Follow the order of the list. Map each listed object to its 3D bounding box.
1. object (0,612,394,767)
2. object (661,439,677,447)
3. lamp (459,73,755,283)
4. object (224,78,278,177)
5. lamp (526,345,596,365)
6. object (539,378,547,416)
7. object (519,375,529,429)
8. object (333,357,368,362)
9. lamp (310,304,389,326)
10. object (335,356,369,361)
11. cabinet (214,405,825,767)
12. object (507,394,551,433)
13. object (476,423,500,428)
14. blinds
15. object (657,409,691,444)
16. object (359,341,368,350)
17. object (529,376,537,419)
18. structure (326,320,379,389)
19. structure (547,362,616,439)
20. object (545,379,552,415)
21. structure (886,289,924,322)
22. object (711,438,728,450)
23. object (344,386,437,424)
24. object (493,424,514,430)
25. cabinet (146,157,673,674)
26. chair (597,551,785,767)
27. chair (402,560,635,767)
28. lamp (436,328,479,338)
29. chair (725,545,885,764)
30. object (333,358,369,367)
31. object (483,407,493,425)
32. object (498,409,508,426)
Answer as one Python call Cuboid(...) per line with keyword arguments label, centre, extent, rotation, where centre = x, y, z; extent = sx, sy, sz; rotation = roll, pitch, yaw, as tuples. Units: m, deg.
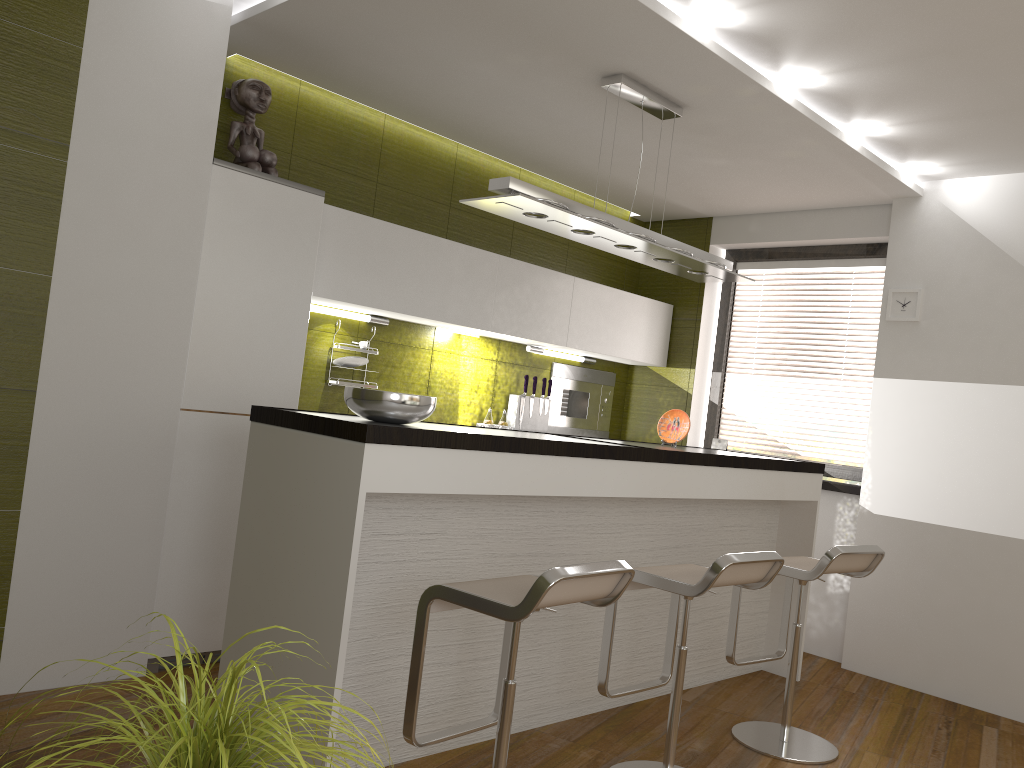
Cuboid(label="object", centre=(-0.446, 0.765, 1.170), extent=(0.585, 0.904, 0.606), rotation=(7, -1, 13))
Cuboid(label="object", centre=(0.818, 0.252, 4.503), extent=(0.088, 0.131, 0.072), rotation=(6, -2, 40))
Cuboid(label="lamp", centre=(0.537, -0.935, 3.881), extent=(0.326, 0.683, 1.677), rotation=(6, -2, 45))
Cuboid(label="object", centre=(-1.163, -1.145, 3.998), extent=(0.304, 0.488, 0.195), rotation=(6, -2, 42))
Cuboid(label="lamp", centre=(0.330, -0.186, 5.780), extent=(0.095, 0.041, 0.716), rotation=(6, -2, 44))
Cuboid(label="object", centre=(0.188, 0.080, 5.514), extent=(0.013, 0.243, 0.036), rotation=(6, -2, 45))
Cuboid(label="object", centre=(0.065, 0.111, 5.393), extent=(0.013, 0.339, 0.046), rotation=(6, -2, 45))
Cuboid(label="object", centre=(-0.829, -0.114, 4.559), extent=(0.173, 0.052, 0.181), rotation=(6, -2, 45))
Cuboid(label="lamp", centre=(-0.925, -0.370, 4.538), extent=(0.041, 0.041, 0.715), rotation=(6, -2, 45))
Cuboid(label="object", centre=(-0.829, -0.117, 4.559), extent=(0.173, 0.052, 0.181), rotation=(6, -2, 45))
Cuboid(label="cabinet", centre=(0.310, 0.807, 3.802), extent=(0.663, 1.134, 2.947), rotation=(6, -2, 45))
Cuboid(label="object", centre=(0.102, 0.192, 5.496), extent=(0.107, 0.227, 0.293), rotation=(6, -2, 45))
Cuboid(label="object", centre=(-0.143, 0.253, 5.243), extent=(0.107, 0.032, 0.107), rotation=(8, -2, -45))
Cuboid(label="blinds", centre=(2.144, -2.554, 9.871), extent=(16.000, 12.704, 9.030), rotation=(7, -1, -6))
Cuboid(label="object", centre=(0.822, 0.215, 4.505), extent=(0.184, 0.178, 0.055), rotation=(6, -2, 41))
Cuboid(label="object", centre=(-0.782, -0.203, 4.658), extent=(0.046, 0.053, 0.051), rotation=(7, -1, -14))
Cuboid(label="object", centre=(0.125, 0.082, 5.450), extent=(0.013, 0.264, 0.042), rotation=(6, -2, 45))
Cuboid(label="structure", centre=(-0.813, -0.147, 4.618), extent=(0.110, 0.346, 0.266), rotation=(6, -2, 45))
Cuboid(label="structure", centre=(0.473, 0.127, 6.003), extent=(0.015, 0.469, 0.663), rotation=(6, -2, 45))
Cuboid(label="object", centre=(0.224, 0.084, 5.550), extent=(0.013, 0.231, 0.040), rotation=(6, -2, 45))
Cuboid(label="structure", centre=(2.180, -0.438, 4.926), extent=(0.180, 0.180, 0.026), rotation=(6, -2, 45))
Cuboid(label="object", centre=(1.354, 0.445, 5.807), extent=(0.106, 0.169, 0.057), rotation=(6, -2, 39))
Cuboid(label="object", centre=(-0.416, 0.079, 3.010), extent=(0.311, 0.105, 0.311), rotation=(8, -2, -32))
Cuboid(label="object", centre=(-0.055, 0.266, 5.350), extent=(0.107, 0.032, 0.107), rotation=(8, -2, -34))
Cuboid(label="cabinet", centre=(-0.374, 0.274, 5.029), extent=(0.724, 2.089, 3.471), rotation=(6, -2, 45))
Cuboid(label="chair", centre=(0.591, 0.961, 3.025), extent=(0.460, 0.857, 0.418), rotation=(5, -2, 45))
Cuboid(label="chair", centre=(0.003, 0.874, 2.422), extent=(0.460, 0.857, 0.418), rotation=(6, -2, 40))
Cuboid(label="lamp", centre=(-0.314, -0.299, 5.181), extent=(0.008, 0.008, 0.334), rotation=(6, -2, 45))
Cuboid(label="chair", centre=(1.179, 1.047, 3.628), extent=(0.418, 0.857, 0.460), rotation=(8, -2, -40))
Cuboid(label="object", centre=(-0.828, -0.111, 4.558), extent=(0.173, 0.052, 0.181), rotation=(6, -2, 45))
Cuboid(label="object", centre=(-0.136, 0.198, 5.245), extent=(0.059, 0.121, 0.059), rotation=(7, -1, 1))
Cuboid(label="object", centre=(-0.049, 0.212, 5.351), extent=(0.059, 0.121, 0.059), rotation=(7, -1, 12))
